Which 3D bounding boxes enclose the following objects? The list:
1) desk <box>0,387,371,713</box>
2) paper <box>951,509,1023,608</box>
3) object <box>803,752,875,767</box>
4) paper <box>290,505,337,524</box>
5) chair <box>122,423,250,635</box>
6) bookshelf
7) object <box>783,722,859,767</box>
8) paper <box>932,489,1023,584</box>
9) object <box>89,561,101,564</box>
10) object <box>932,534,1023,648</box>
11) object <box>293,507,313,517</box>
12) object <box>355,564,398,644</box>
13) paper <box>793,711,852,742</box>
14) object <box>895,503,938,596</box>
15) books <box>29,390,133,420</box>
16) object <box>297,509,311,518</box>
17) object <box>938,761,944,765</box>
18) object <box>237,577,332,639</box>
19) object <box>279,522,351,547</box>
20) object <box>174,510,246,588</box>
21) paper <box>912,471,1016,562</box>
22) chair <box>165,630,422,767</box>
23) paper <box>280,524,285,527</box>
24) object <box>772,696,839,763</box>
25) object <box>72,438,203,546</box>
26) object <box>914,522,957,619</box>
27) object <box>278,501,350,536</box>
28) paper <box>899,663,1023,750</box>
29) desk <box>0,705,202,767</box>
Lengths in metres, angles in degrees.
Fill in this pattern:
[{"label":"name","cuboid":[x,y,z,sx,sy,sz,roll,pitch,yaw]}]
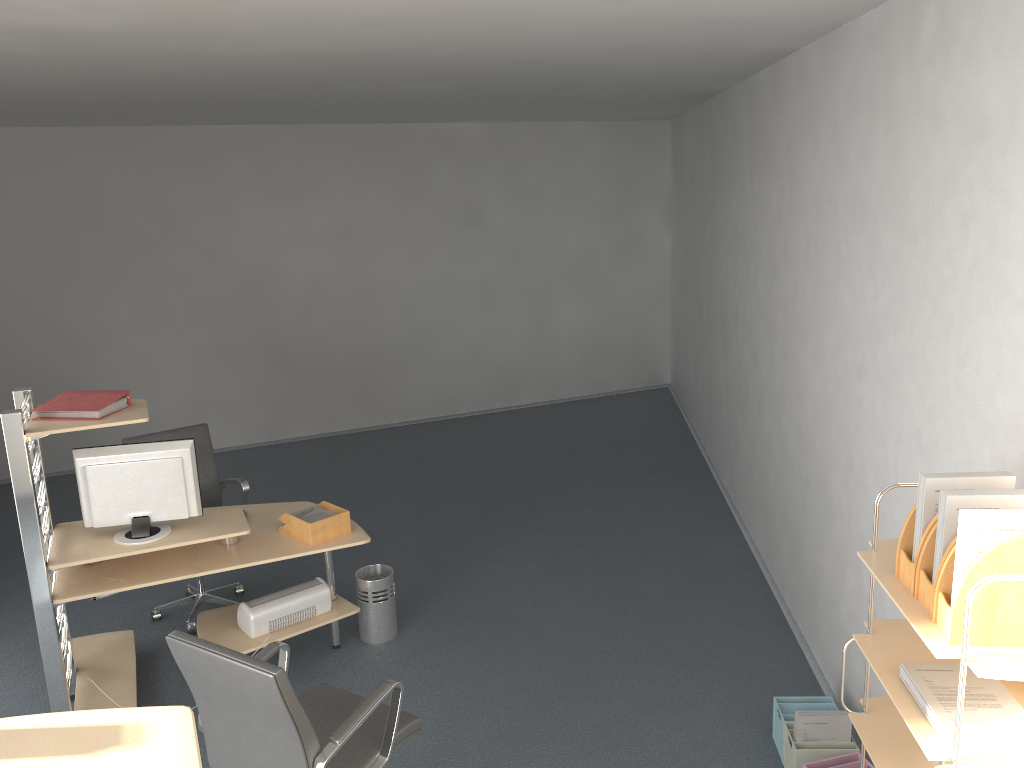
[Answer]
[{"label":"desk","cuboid":[-1.548,0.706,4.450,1.469,1.566,0.967,-8,14,-23]},{"label":"paper","cuboid":[1.076,0.417,1.922,0.213,0.297,0.045,-1,13,7]},{"label":"object","cuboid":[1.255,1.557,3.352,0.245,0.202,0.185,-5,13,-14]},{"label":"paper","cuboid":[-0.989,0.671,4.420,0.210,0.010,0.297,-14,18,-43]},{"label":"chair","cuboid":[-1.840,0.832,5.113,0.584,1.048,0.652,-12,16,-36]},{"label":"bookshelf","cuboid":[1.119,1.098,2.286,0.381,1.572,0.724,-1,13,4]},{"label":"object","cuboid":[1.239,1.507,3.573,0.245,0.202,0.185,-1,13,3]},{"label":"paper","cuboid":[1.090,0.389,2.043,0.213,0.297,0.045,-1,13,4]},{"label":"object","cuboid":[-1.946,0.798,4.190,0.054,0.064,0.159,6,15,33]},{"label":"object","cuboid":[1.077,0.431,1.947,0.243,0.259,0.113,-1,13,7]},{"label":"object","cuboid":[-1.060,0.649,4.490,0.008,0.009,0.159,5,15,30]},{"label":"object","cuboid":[-0.739,1.204,4.841,0.208,0.377,0.208,3,14,20]},{"label":"paper","cuboid":[1.235,1.442,3.543,0.220,0.306,0.068,-1,13,4]},{"label":"object","cuboid":[1.097,0.376,2.188,0.243,0.259,0.113,-2,13,2]},{"label":"books","cuboid":[-1.903,0.092,3.923,0.320,0.072,0.262,0,13,9]},{"label":"object","cuboid":[-1.054,0.655,4.461,0.008,0.009,0.159,3,14,21]},{"label":"object","cuboid":[1.091,0.920,2.255,0.077,0.161,0.192,3,14,22]},{"label":"object","cuboid":[-1.195,1.104,4.532,0.438,0.162,0.351,-12,16,-38]},{"label":"object","cuboid":[-0.987,0.710,4.428,0.225,0.060,0.309,-14,18,-43]},{"label":"object","cuboid":[-1.546,0.794,4.338,0.478,0.082,0.814,-6,13,-15]},{"label":"paper","cuboid":[1.097,0.361,2.163,0.213,0.297,0.045,-2,13,2]},{"label":"chair","cuboid":[-0.702,1.256,3.059,0.584,1.048,0.652,6,15,32]},{"label":"paper","cuboid":[-0.987,0.722,4.431,0.210,0.019,0.297,-14,18,-43]},{"label":"object","cuboid":[1.249,1.466,3.753,0.245,0.202,0.185,-1,13,3]},{"label":"object","cuboid":[-1.705,0.487,4.008,0.516,0.418,0.245,-2,13,-1]},{"label":"object","cuboid":[1.091,0.403,2.067,0.243,0.259,0.113,-1,13,4]},{"label":"object","cuboid":[-0.989,0.655,4.415,0.225,0.060,0.309,-14,18,-43]},{"label":"paper","cuboid":[1.086,0.763,2.112,0.213,0.046,0.297,-1,13,4]},{"label":"desk","cuboid":[-0.429,1.235,1.945,1.469,1.566,0.967,-8,14,-23]}]
